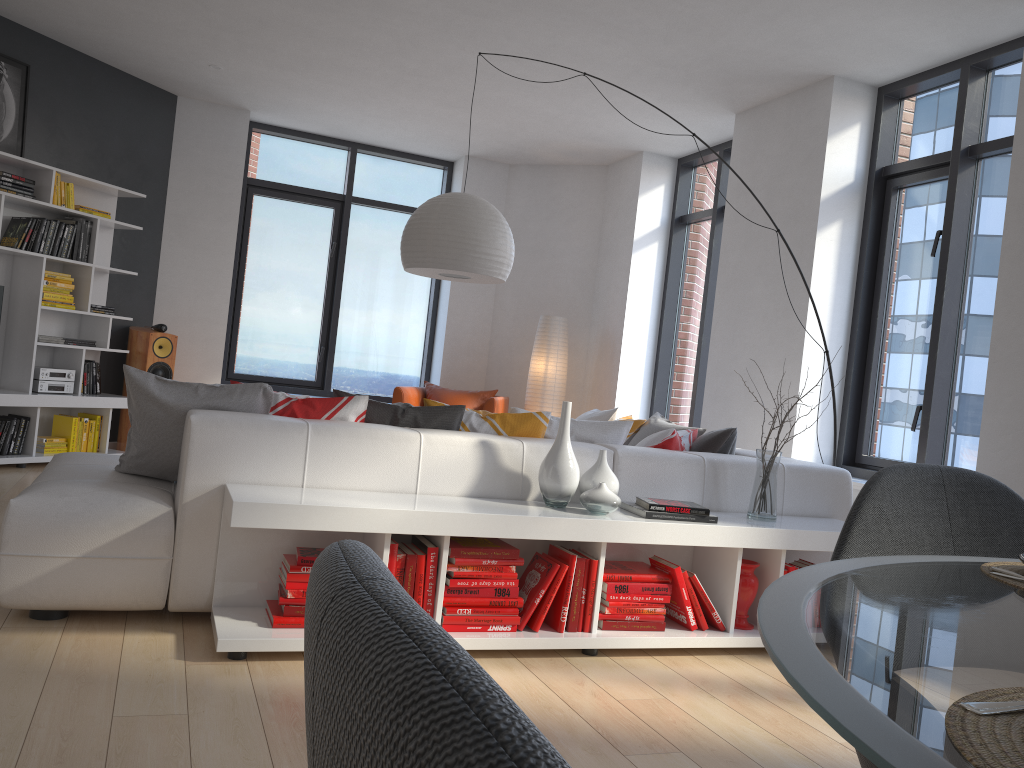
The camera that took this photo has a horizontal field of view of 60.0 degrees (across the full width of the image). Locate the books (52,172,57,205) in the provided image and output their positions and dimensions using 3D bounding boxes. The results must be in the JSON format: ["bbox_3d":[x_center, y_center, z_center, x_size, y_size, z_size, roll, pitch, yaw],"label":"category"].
[{"bbox_3d":[-3.215,-1.355,6.131,0.161,0.229,0.041,6,0,22],"label":"books"}]

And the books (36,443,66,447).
[{"bbox_3d":[-3.278,0.432,6.296,0.113,0.018,0.169,7,0,25],"label":"books"}]

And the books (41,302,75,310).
[{"bbox_3d":[-3.288,-0.560,6.315,0.194,0.028,0.257,7,0,29],"label":"books"}]

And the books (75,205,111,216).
[{"bbox_3d":[-3.120,-1.271,6.497,0.203,0.024,0.257,7,0,27],"label":"books"}]

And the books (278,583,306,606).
[{"bbox_3d":[-0.651,0.715,2.995,0.266,0.026,0.187,6,0,-16],"label":"books"}]

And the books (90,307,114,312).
[{"bbox_3d":[-3.106,-0.557,6.633,0.142,0.015,0.198,6,0,22],"label":"books"}]

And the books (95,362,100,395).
[{"bbox_3d":[-3.167,-0.048,6.646,0.177,0.242,0.066,6,0,23],"label":"books"}]

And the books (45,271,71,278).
[{"bbox_3d":[-3.303,-0.788,6.332,0.163,0.023,0.223,7,0,28],"label":"books"}]

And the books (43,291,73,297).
[{"bbox_3d":[-3.305,-0.649,6.321,0.189,0.014,0.251,7,0,27],"label":"books"}]

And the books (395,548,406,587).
[{"bbox_3d":[-0.415,0.692,3.047,0.031,0.255,0.181,6,0,-21],"label":"books"}]

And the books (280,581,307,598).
[{"bbox_3d":[-0.641,0.691,3.005,0.257,0.025,0.182,6,0,-21],"label":"books"}]

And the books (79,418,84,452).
[{"bbox_3d":[-3.214,0.364,6.483,0.180,0.251,0.019,6,0,24],"label":"books"}]

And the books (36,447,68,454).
[{"bbox_3d":[-3.294,0.466,6.306,0.147,0.033,0.190,6,0,24],"label":"books"}]

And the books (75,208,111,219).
[{"bbox_3d":[-3.114,-1.244,6.496,0.194,0.028,0.257,7,0,29],"label":"books"}]

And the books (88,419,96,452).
[{"bbox_3d":[-3.172,0.377,6.581,0.172,0.234,0.024,6,0,24],"label":"books"}]

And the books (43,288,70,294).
[{"bbox_3d":[-3.289,-0.665,6.305,0.145,0.023,0.217,7,0,28],"label":"books"}]

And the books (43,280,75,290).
[{"bbox_3d":[-3.289,-0.711,6.331,0.176,0.033,0.239,7,0,27],"label":"books"}]

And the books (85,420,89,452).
[{"bbox_3d":[-3.192,0.372,6.535,0.169,0.239,0.023,6,0,24],"label":"books"}]

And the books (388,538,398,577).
[{"bbox_3d":[-0.444,0.671,3.032,0.036,0.294,0.208,6,0,-21],"label":"books"}]

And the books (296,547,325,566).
[{"bbox_3d":[-0.624,0.587,3.000,0.206,0.029,0.152,6,0,-15],"label":"books"}]

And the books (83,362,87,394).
[{"bbox_3d":[-3.219,-0.050,6.554,0.189,0.240,0.053,6,0,24],"label":"books"}]

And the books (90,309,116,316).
[{"bbox_3d":[-3.105,-0.538,6.633,0.161,0.023,0.213,7,0,27],"label":"books"}]

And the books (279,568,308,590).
[{"bbox_3d":[-0.649,0.664,3.018,0.261,0.028,0.191,6,0,-22],"label":"books"}]

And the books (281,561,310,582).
[{"bbox_3d":[-0.637,0.638,3.004,0.269,0.028,0.179,6,0,-20],"label":"books"}]

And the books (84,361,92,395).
[{"bbox_3d":[-3.187,-0.050,6.591,0.169,0.242,0.050,6,0,23],"label":"books"}]

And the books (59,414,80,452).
[{"bbox_3d":[-3.232,0.358,6.448,0.199,0.263,0.015,6,0,24],"label":"books"}]

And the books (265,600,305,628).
[{"bbox_3d":[-0.665,0.777,2.993,0.301,0.032,0.227,6,0,-21],"label":"books"}]

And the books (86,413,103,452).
[{"bbox_3d":[-3.162,0.360,6.638,0.213,0.270,0.025,6,0,24],"label":"books"}]

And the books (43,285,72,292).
[{"bbox_3d":[-3.298,-0.686,6.322,0.171,0.019,0.239,6,0,24],"label":"books"}]

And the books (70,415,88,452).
[{"bbox_3d":[-3.201,0.366,6.507,0.185,0.250,0.035,6,0,24],"label":"books"}]

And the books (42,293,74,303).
[{"bbox_3d":[-3.295,-0.620,6.318,0.189,0.042,0.243,6,0,24],"label":"books"}]

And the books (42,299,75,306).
[{"bbox_3d":[-3.294,-0.586,6.315,0.203,0.024,0.257,7,0,27],"label":"books"}]

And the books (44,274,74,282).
[{"bbox_3d":[-3.281,-0.762,6.332,0.163,0.023,0.223,7,0,28],"label":"books"}]

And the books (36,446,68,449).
[{"bbox_3d":[-3.295,0.443,6.309,0.148,0.011,0.196,6,0,24],"label":"books"}]

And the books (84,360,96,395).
[{"bbox_3d":[-3.186,-0.055,6.622,0.193,0.255,0.066,6,0,23],"label":"books"}]

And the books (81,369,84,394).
[{"bbox_3d":[-3.234,-0.068,6.527,0.202,0.268,0.053,6,0,23],"label":"books"}]

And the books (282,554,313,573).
[{"bbox_3d":[-0.637,0.612,3.006,0.254,0.025,0.178,6,0,-22],"label":"books"}]

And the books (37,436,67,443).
[{"bbox_3d":[-3.298,0.393,6.309,0.138,0.026,0.186,6,0,23],"label":"books"}]

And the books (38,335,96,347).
[{"bbox_3d":[-3.249,-0.313,6.477,0.250,0.047,0.310,6,0,19],"label":"books"}]

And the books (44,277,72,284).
[{"bbox_3d":[-3.290,-0.740,6.326,0.160,0.022,0.227,7,0,39],"label":"books"}]

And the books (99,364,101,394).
[{"bbox_3d":[-3.183,-0.046,6.690,0.179,0.233,0.077,6,0,24],"label":"books"}]

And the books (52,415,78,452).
[{"bbox_3d":[-3.242,0.359,6.419,0.198,0.255,0.044,6,0,24],"label":"books"}]

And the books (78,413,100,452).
[{"bbox_3d":[-3.164,0.360,6.610,0.204,0.270,0.029,6,0,24],"label":"books"}]

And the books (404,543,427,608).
[{"bbox_3d":[-0.345,0.698,3.065,0.042,0.259,0.195,6,0,-21],"label":"books"}]

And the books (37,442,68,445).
[{"bbox_3d":[-3.288,0.415,6.307,0.134,0.014,0.187,6,0,24],"label":"books"}]

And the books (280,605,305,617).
[{"bbox_3d":[-0.649,0.745,3.006,0.259,0.034,0.206,6,0,-19],"label":"books"}]

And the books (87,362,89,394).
[{"bbox_3d":[-3.203,-0.048,6.574,0.170,0.236,0.049,6,0,24],"label":"books"}]

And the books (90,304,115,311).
[{"bbox_3d":[-3.116,-0.578,6.642,0.161,0.023,0.213,7,0,27],"label":"books"}]

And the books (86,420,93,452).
[{"bbox_3d":[-3.180,0.376,6.556,0.172,0.234,0.024,6,0,24],"label":"books"}]

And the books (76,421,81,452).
[{"bbox_3d":[-3.207,0.378,6.457,0.156,0.229,0.024,6,0,23],"label":"books"}]
